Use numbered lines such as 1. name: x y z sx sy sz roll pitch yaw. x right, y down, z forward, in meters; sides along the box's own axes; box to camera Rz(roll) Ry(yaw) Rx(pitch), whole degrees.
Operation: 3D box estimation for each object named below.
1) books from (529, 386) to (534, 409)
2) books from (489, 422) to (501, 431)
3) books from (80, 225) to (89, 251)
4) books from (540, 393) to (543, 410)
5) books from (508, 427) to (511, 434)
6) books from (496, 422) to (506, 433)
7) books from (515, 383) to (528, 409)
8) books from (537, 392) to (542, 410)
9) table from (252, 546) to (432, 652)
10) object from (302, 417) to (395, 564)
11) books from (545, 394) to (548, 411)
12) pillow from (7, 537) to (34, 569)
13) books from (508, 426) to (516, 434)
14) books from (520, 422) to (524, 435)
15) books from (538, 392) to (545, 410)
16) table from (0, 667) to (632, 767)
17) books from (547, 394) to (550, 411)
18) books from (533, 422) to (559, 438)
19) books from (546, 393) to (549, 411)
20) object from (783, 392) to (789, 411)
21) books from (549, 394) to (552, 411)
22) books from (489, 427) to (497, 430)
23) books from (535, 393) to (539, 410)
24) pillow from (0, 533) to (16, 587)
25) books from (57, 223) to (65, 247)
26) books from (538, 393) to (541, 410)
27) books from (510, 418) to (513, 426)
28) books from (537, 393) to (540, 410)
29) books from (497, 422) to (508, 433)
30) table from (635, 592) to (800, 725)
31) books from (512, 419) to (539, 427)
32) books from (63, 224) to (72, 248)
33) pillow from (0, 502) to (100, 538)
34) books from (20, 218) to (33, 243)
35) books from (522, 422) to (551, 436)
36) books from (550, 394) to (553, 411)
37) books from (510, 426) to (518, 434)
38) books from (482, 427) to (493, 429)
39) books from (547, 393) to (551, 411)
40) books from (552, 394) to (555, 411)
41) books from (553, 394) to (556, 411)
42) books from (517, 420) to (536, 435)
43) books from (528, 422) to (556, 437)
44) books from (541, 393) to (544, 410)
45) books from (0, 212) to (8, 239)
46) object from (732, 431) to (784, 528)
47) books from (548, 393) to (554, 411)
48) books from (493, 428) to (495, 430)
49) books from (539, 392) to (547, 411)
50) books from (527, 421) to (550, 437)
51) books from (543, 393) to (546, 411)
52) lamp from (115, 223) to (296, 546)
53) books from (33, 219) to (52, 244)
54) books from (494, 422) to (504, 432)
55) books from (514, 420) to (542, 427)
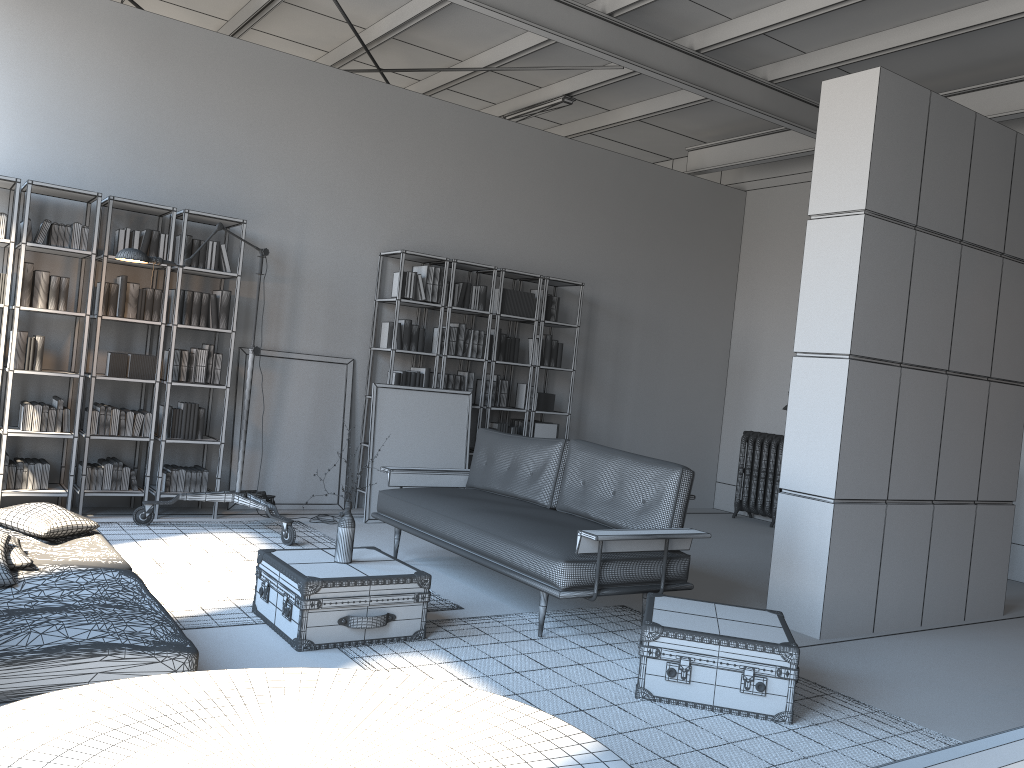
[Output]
1. books: 0.145 0.128 8.531 0.053 0.229 0.162 6 1 -27
2. books: -0.174 0.497 8.244 0.027 0.278 0.202 6 1 -34
3. books: -3.036 -1.015 6.252 0.047 0.182 0.270 6 1 -34
4. books: 0.248 0.170 8.554 0.012 0.177 0.134 6 1 -34
5. books: -0.083 0.521 8.333 0.057 0.244 0.180 6 1 -34
6. books: -0.129 0.501 8.275 0.027 0.278 0.202 6 1 -34
7. books: 0.098 0.116 8.503 0.043 0.245 0.170 6 1 -34
8. books: 0.238 0.169 8.547 0.012 0.177 0.134 6 1 -34
9. table: -0.831 1.032 4.315 0.667 0.330 0.706 6 1 -34
10. object: -0.776 0.523 4.326 0.443 0.709 0.194 6 0 6
11. books: 0.295 0.175 8.586 0.012 0.177 0.134 6 1 -34
12. pillow: -2.280 0.718 3.704 0.453 0.157 0.488 6 1 -34
13. books: -0.033 0.525 8.341 0.025 0.254 0.184 6 1 -34
14. books: 0.222 0.526 8.568 0.343 0.312 0.040 6 1 -34
15. books: 0.267 0.172 8.567 0.012 0.177 0.134 6 1 -34
16. table: -0.493 1.047 1.853 1.709 0.387 1.708 5 1 -43
17. books: 0.314 0.176 8.599 0.012 0.177 0.134 6 1 -34
18. books: 0.313 0.533 8.418 0.303 0.326 0.033 6 1 -34
19. books: 0.305 0.175 8.593 0.012 0.177 0.134 6 1 -34
20. object: 3.104 0.466 8.308 1.270 2.157 0.868 6 1 -34
21. books: 0.333 0.178 8.612 0.012 0.177 0.134 6 1 -34
22. books: -0.198 0.519 8.230 0.022 0.227 0.165 6 1 -34
23. books: 0.210 0.166 8.528 0.012 0.177 0.134 6 1 -34
24. pillow: -2.180 0.691 3.470 0.406 0.190 0.359 6 1 -34
25. books: -3.161 -1.023 6.183 0.040 0.174 0.240 6 1 -34
26. books: 0.229 0.168 8.541 0.012 0.177 0.134 6 1 -34
27. books: 0.104 0.509 8.725 0.303 0.326 0.033 6 1 -34
28. books: 0.219 0.167 8.534 0.012 0.177 0.134 6 1 -34
29. books: -0.107 0.503 8.291 0.027 0.278 0.202 6 1 -34
30. table: 0.925 1.216 3.982 0.706 0.330 0.667 6 0 11
31. books: 0.124 0.511 8.697 0.303 0.326 0.033 6 1 -34
32. books: -3.128 -1.020 6.206 0.040 0.174 0.240 6 1 -34
33. pillow: -2.347 0.687 4.463 0.375 0.177 0.407 6 0 16
34. books: -3.324 -1.038 6.072 0.067 0.174 0.240 6 1 -35
35. books: 0.244 0.523 8.537 0.333 0.322 0.037 6 1 -34
36. books: 0.343 0.179 8.619 0.012 0.177 0.134 6 1 -34
37. books: -0.014 0.527 8.356 0.025 0.254 0.184 6 1 -34
38. books: -0.234 0.515 8.204 0.022 0.227 0.165 6 1 -34
39. books: 0.324 0.177 8.606 0.012 0.177 0.134 6 1 -34
40. books: 0.362 0.181 8.632 0.012 0.177 0.134 6 1 -34
41. books: 0.371 0.182 8.638 0.012 0.177 0.134 6 1 -34
42. books: 0.192 0.519 8.606 0.317 0.315 0.056 6 1 -34
43. books: 0.284 0.531 8.460 0.303 0.327 0.068 6 1 -34
44. books: 0.257 0.171 8.560 0.012 0.177 0.134 6 1 -34
45. books: -3.441 -1.043 5.953 0.062 0.195 0.266 6 1 -34
46. object: 2.754 1.036 9.636 0.328 1.007 0.733 6 1 -34
47. books: 0.352 0.180 8.625 0.012 0.177 0.134 6 1 -34
48. books: -0.217 0.517 8.217 0.022 0.227 0.165 6 1 -34
49. books: 0.286 0.174 8.580 0.012 0.177 0.134 6 1 -34
50. books: 0.248 0.525 8.494 0.272 0.326 0.027 6 1 -34
51. books: 0.276 0.173 8.573 0.012 0.177 0.134 6 1 -34
52. lamp: -2.165 -0.046 6.289 1.284 2.144 1.194 6 0 -22
53. books: -3.242 -1.034 6.111 0.089 0.183 0.269 6 1 -33
54. books: -0.152 0.499 8.260 0.027 0.278 0.202 6 1 -34
55. books: 0.157 0.516 8.657 0.319 0.318 0.068 6 1 -34
